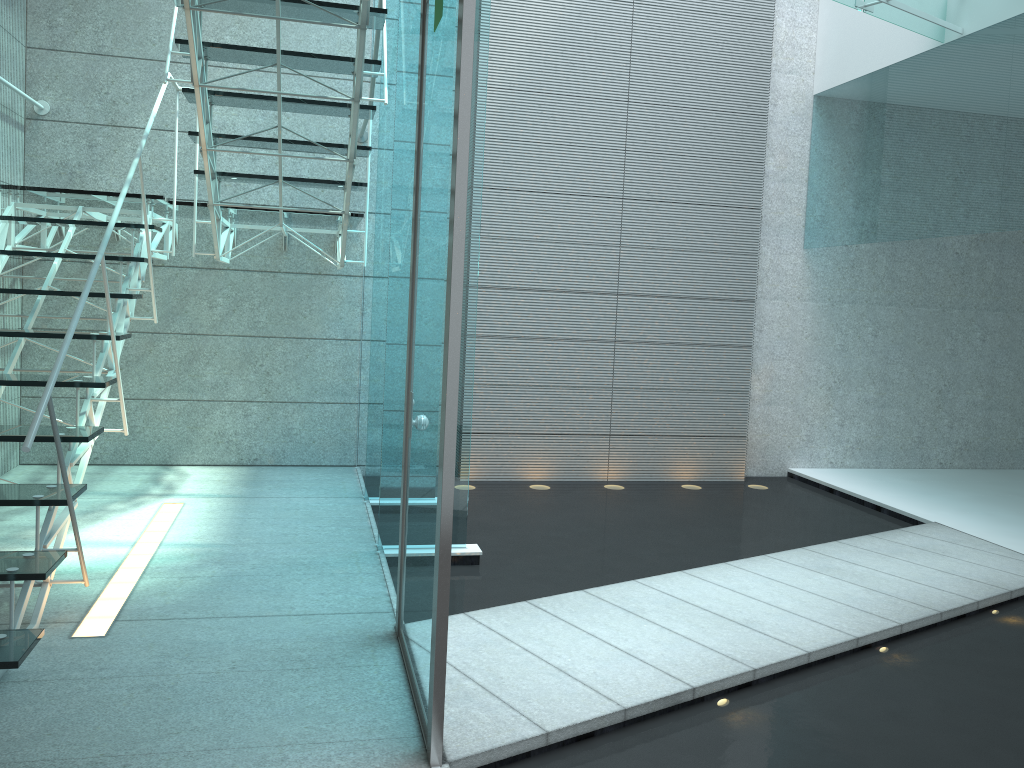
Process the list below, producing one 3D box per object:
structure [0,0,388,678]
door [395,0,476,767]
[{"bbox_3d":[-1.427,-2.322,3.699,1.909,5.995,3.303,2,4,-13],"label":"structure"},{"bbox_3d":[-0.202,-0.169,2.448,0.076,2.060,0.867,2,4,-13],"label":"door"}]
